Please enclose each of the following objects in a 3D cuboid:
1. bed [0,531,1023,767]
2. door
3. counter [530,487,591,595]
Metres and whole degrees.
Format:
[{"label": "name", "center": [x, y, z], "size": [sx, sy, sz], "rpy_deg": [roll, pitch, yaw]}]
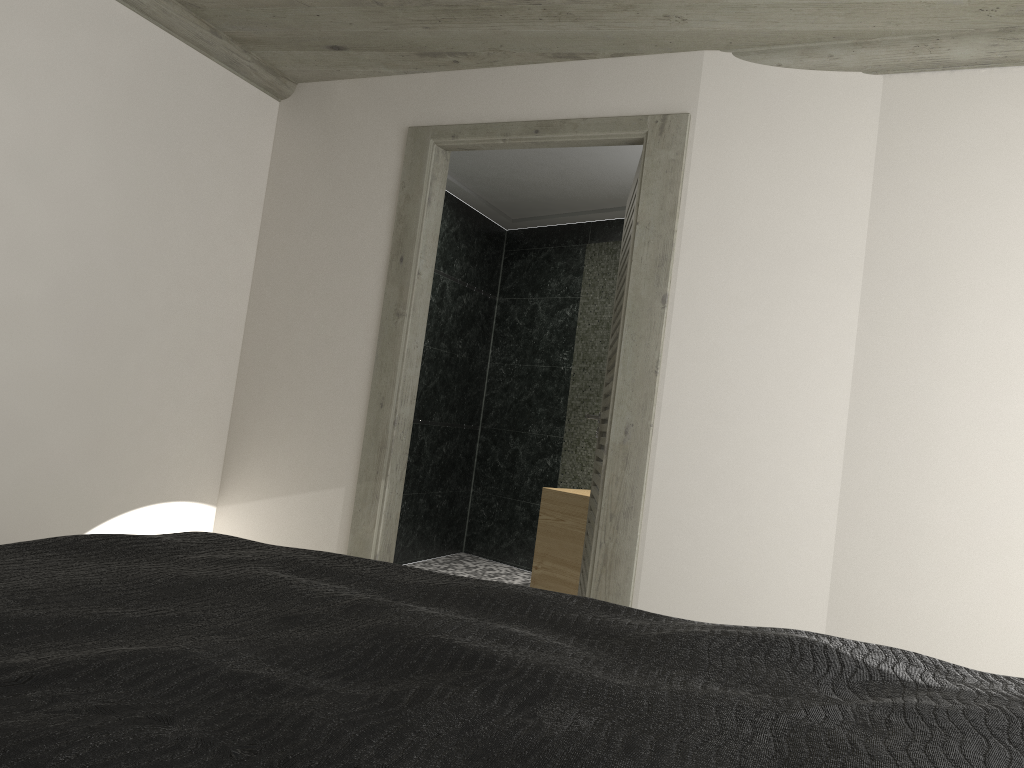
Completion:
[{"label": "bed", "center": [-0.275, 0.313, 0.596], "size": [2.381, 1.626, 3.169], "rpy_deg": [6, -3, 20]}, {"label": "door", "center": [0.237, 0.102, 4.355], "size": [1.409, 2.519, 1.110], "rpy_deg": [5, -4, 28]}, {"label": "counter", "center": [0.856, 0.980, 5.745], "size": [0.691, 1.054, 1.228], "rpy_deg": [11, -5, -44]}]
